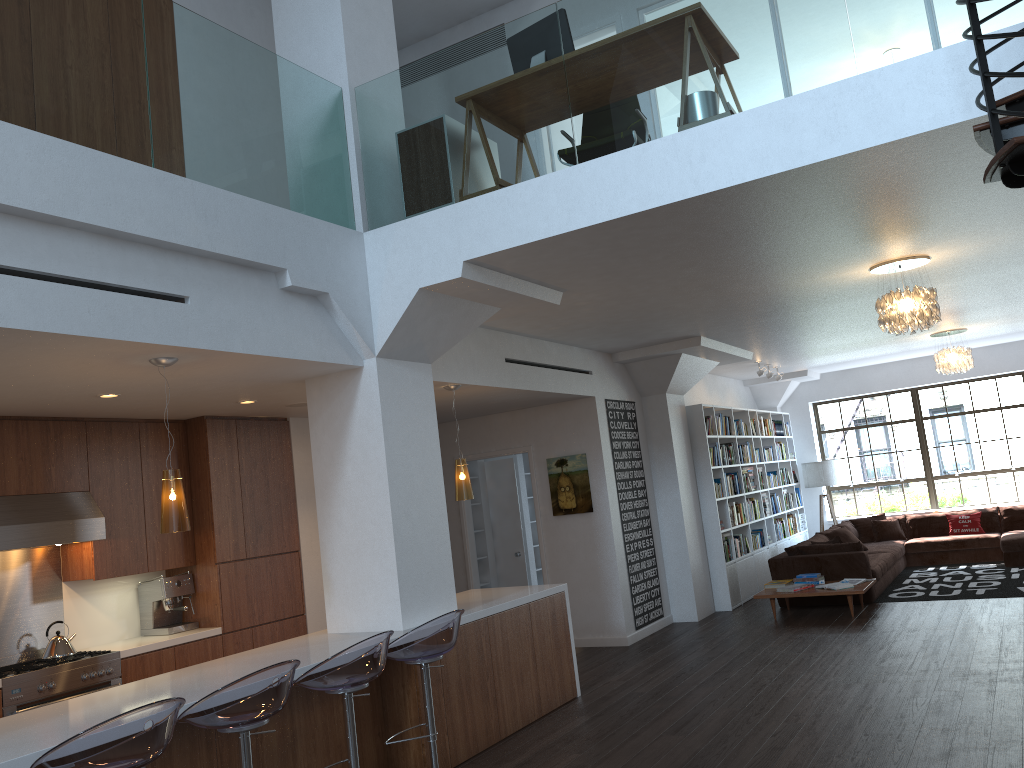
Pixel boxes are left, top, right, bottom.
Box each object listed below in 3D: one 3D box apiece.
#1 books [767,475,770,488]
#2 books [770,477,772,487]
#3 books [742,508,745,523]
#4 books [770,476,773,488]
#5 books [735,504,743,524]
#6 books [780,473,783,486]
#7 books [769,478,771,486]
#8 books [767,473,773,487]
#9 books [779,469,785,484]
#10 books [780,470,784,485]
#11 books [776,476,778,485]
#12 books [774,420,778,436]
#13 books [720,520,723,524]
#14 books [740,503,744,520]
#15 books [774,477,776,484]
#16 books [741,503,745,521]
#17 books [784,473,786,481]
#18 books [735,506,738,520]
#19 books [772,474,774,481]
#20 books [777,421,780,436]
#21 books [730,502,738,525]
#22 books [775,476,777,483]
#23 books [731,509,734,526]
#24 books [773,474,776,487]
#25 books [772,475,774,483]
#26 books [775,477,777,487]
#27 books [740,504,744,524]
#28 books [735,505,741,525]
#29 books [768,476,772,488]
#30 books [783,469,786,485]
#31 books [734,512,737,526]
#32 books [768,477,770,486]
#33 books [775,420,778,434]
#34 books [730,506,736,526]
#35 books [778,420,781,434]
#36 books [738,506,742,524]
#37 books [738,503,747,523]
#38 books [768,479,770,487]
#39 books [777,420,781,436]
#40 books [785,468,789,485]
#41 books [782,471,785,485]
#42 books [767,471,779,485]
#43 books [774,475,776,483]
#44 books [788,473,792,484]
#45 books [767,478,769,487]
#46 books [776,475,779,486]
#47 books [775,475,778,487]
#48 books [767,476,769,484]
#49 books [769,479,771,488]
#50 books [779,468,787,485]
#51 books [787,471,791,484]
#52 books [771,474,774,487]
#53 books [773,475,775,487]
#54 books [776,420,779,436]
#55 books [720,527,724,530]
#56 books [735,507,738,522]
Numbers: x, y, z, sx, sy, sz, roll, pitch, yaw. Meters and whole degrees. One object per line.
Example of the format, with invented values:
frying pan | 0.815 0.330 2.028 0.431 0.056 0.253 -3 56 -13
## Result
books | 3.618 1.412 12.740 0.134 0.184 0.029 -11 -8 29
books | 3.697 1.426 12.834 0.106 0.162 0.030 -11 -8 29
books | 2.877 1.673 11.381 0.174 0.240 0.045 -11 -8 29
books | 3.709 1.425 12.856 0.107 0.167 0.016 -11 -8 29
books | 2.829 1.660 11.287 0.183 0.253 0.034 -11 -8 29
books | 3.986 1.433 13.392 0.161 0.223 0.032 -11 -8 29
books | 3.671 1.429 12.799 0.110 0.153 0.017 -11 -8 29
books | 3.708 1.410 12.897 0.140 0.206 0.042 -11 -8 29
books | 4.054 1.428 13.533 0.183 0.253 0.042 -11 -8 29
books | 4.007 1.426 13.430 0.174 0.240 0.054 -11 -8 29
books | 3.882 1.445 13.153 0.106 0.162 0.032 -11 -8 29
books | 3.983 0.691 13.667 0.183 0.253 0.042 -11 -8 29
books | 2.407 1.664 10.597 0.174 0.032 0.254 -10 -8 24
books | 2.863 1.663 11.344 0.183 0.253 0.034 -11 -8 29
books | 3.814 1.435 13.075 0.128 0.178 0.022 -11 -8 29
books | 2.901 1.668 11.407 0.160 0.250 0.026 -11 -8 29
books | 4.111 1.435 13.629 0.160 0.251 0.039 -11 -8 29
books | 2.746 1.663 11.180 0.174 0.240 0.045 -11 -8 29
books | 3.766 1.419 12.995 0.127 0.200 0.020 -11 -8 29
books | 4.048 0.698 13.781 0.183 0.253 0.042 -11 -8 29
books | 2.720 1.631 11.111 0.176 0.290 0.053 -11 -8 29
books | 3.854 1.448 13.115 0.110 0.153 0.018 -11 -8 29
books | 2.651 1.661 10.948 0.144 0.207 0.048 -11 -8 29
books | 3.800 1.431 13.054 0.134 0.184 0.030 -11 -8 29
books | 3.751 1.419 12.965 0.136 0.196 0.045 -11 -8 29
books | 3.847 1.447 13.099 0.110 0.153 0.019 -11 -8 29
books | 2.850 1.661 11.314 0.183 0.253 0.034 -11 -8 29
books | 2.791 1.659 11.214 0.171 0.246 0.057 -11 -8 29
books | 3.679 1.424 12.816 0.120 0.167 0.019 -11 -8 29
books | 4.094 1.434 13.594 0.171 0.246 0.039 -11 -8 29
books | 2.706 1.662 11.070 0.161 0.223 0.027 -11 -8 29
books | 3.649 1.418 12.772 0.109 0.171 0.017 -11 -8 29
books | 4.005 0.693 13.705 0.183 0.253 0.042 -11 -8 29
books | 2.683 1.648 11.035 0.171 0.246 0.057 -11 -8 29
books | 4.091 0.703 13.857 0.183 0.253 0.042 -11 -8 29
books | 2.810 1.670 11.257 0.168 0.231 0.037 -11 -8 29
books | 2.918 1.668 11.432 0.183 0.253 0.034 -11 -8 29
books | 3.632 1.416 12.760 0.128 0.178 0.021 -11 -8 29
books | 4.074 0.699 13.816 0.183 0.253 0.042 -11 -8 29
books | 4.177 1.439 13.737 0.183 0.253 0.042 -11 -8 29
books | 4.050 1.438 13.492 0.161 0.223 0.032 -11 -8 29
books | 3.892 1.417 13.217 0.140 0.231 0.042 -11 -8 29
books | 3.832 1.438 13.087 0.109 0.171 0.018 -11 -8 29
books | 4.259 1.469 13.858 0.161 0.207 0.135 -11 -8 29
books | 3.603 1.411 12.696 0.128 0.178 0.021 -11 -8 29
books | 3.893 1.444 13.175 0.107 0.167 0.017 -11 -8 29
books | 3.862 1.443 13.133 0.120 0.167 0.020 -11 -8 29
books | 3.612 1.412 12.715 0.128 0.178 0.020 -11 -8 29
books | 3.664 1.427 12.783 0.110 0.153 0.018 -11 -8 29
books | 4.128 1.433 13.666 0.180 0.259 0.042 -11 -8 29
books | 4.222 1.453 13.814 0.174 0.236 0.142 -11 -8 29
books | 3.733 1.419 12.928 0.139 0.191 0.036 -11 -8 29
books | 3.783 1.430 13.008 0.128 0.178 0.022 -11 -8 29
books | 4.024 0.696 13.744 0.183 0.253 0.042 -11 -8 29
books | 2.419 1.730 10.592 0.197 0.035 0.284 -9 -8 19
books | 2.745 1.666 11.140 0.161 0.223 0.026 -11 -8 29
